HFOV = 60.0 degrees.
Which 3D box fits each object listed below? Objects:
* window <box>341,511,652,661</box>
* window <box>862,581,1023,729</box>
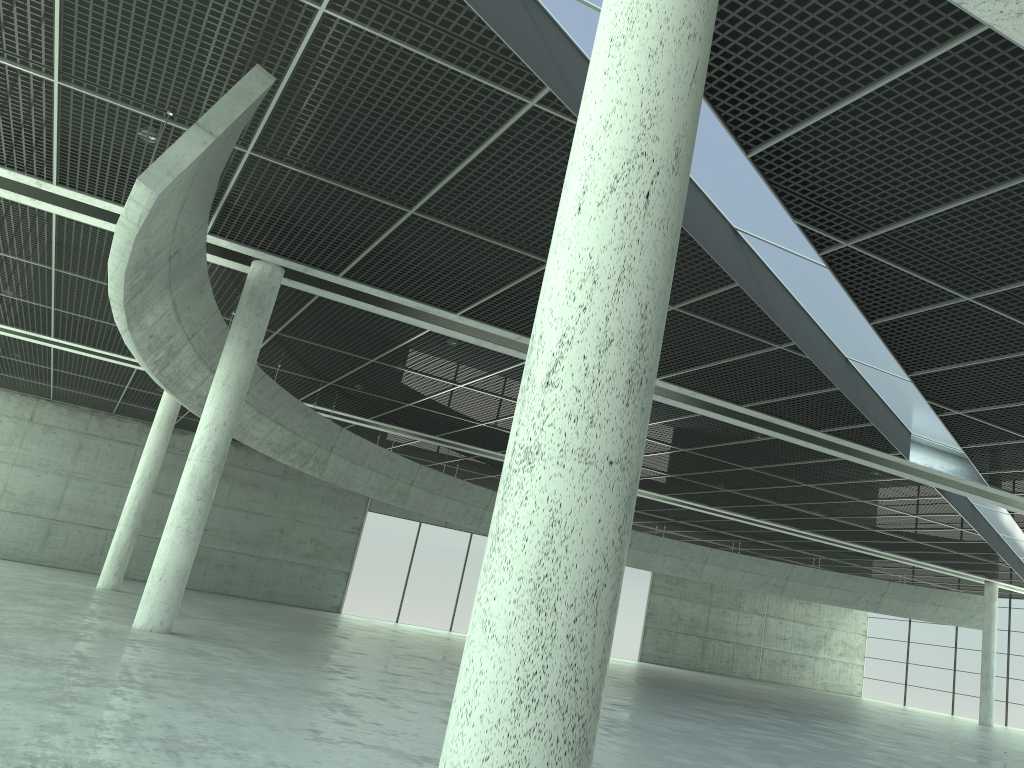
[{"bbox_3d":[-0.132,23.038,88.896,33.469,10.668,0.159,18,-18,-24],"label":"window"},{"bbox_3d":[23.048,12.209,46.124,100.608,16.089,99.687,18,-17,-24],"label":"window"}]
